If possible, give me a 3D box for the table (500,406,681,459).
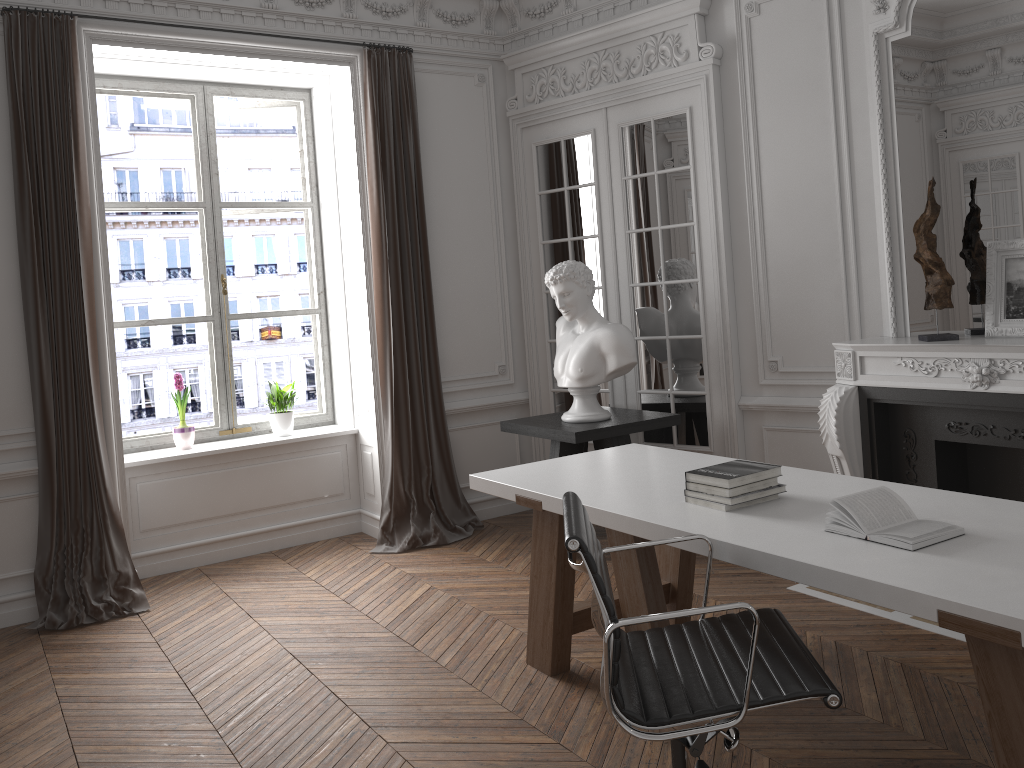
[{"bbox_3d":[0.477,0.570,5.164,0.770,0.749,0.767,-6,4,-32],"label":"table"}]

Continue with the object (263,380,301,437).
[{"bbox_3d":[-1.494,0.151,5.747,0.284,0.369,0.216,-2,3,36],"label":"object"}]

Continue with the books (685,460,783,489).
[{"bbox_3d":[0.734,0.297,2.928,0.259,0.032,0.191,-8,6,-34],"label":"books"}]

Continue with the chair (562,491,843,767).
[{"bbox_3d":[0.454,0.763,2.222,0.668,0.922,0.695,-4,2,-6],"label":"chair"}]

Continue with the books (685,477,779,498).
[{"bbox_3d":[0.728,0.328,2.925,0.240,0.028,0.191,-8,6,-34],"label":"books"}]

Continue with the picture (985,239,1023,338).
[{"bbox_3d":[2.242,-0.420,3.870,0.096,0.434,0.340,-5,2,-32],"label":"picture"}]

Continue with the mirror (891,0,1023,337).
[{"bbox_3d":[2.217,-1.070,3.903,0.001,1.811,1.121,-5,2,-32],"label":"mirror"}]

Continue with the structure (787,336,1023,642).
[{"bbox_3d":[2.040,0.417,3.745,0.812,1.182,1.604,-5,4,-32],"label":"structure"}]

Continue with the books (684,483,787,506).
[{"bbox_3d":[0.739,0.353,2.928,0.259,0.022,0.212,-7,6,-32],"label":"books"}]

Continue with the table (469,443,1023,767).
[{"bbox_3d":[0.924,0.757,2.837,0.903,0.747,2.622,-6,5,-32],"label":"table"}]

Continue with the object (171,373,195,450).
[{"bbox_3d":[-2.034,0.165,5.451,0.129,0.475,0.129,-4,1,18],"label":"object"}]

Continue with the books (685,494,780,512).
[{"bbox_3d":[0.729,0.376,2.931,0.243,0.022,0.191,-7,6,-30],"label":"books"}]

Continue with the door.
[{"bbox_3d":[0.685,-0.472,5.603,1.561,2.733,0.086,-2,2,42],"label":"door"}]

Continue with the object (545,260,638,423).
[{"bbox_3d":[0.411,-0.255,5.087,0.394,0.923,0.633,-5,2,-32],"label":"object"}]

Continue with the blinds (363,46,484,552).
[{"bbox_3d":[-0.624,-0.572,5.494,0.780,3.098,0.341,-5,1,-38],"label":"blinds"}]

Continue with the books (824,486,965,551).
[{"bbox_3d":[1.047,0.362,2.436,0.227,0.095,0.279,-7,6,-30],"label":"books"}]

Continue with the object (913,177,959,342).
[{"bbox_3d":[1.934,-0.576,4.064,0.165,0.753,0.143,-4,1,10],"label":"object"}]

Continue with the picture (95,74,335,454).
[{"bbox_3d":[0.136,-0.985,2.654,13.261,4.797,13.222,-8,6,-40],"label":"picture"}]

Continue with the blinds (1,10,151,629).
[{"bbox_3d":[-2.273,-0.361,4.489,0.582,3.099,0.309,-5,1,-27],"label":"blinds"}]
